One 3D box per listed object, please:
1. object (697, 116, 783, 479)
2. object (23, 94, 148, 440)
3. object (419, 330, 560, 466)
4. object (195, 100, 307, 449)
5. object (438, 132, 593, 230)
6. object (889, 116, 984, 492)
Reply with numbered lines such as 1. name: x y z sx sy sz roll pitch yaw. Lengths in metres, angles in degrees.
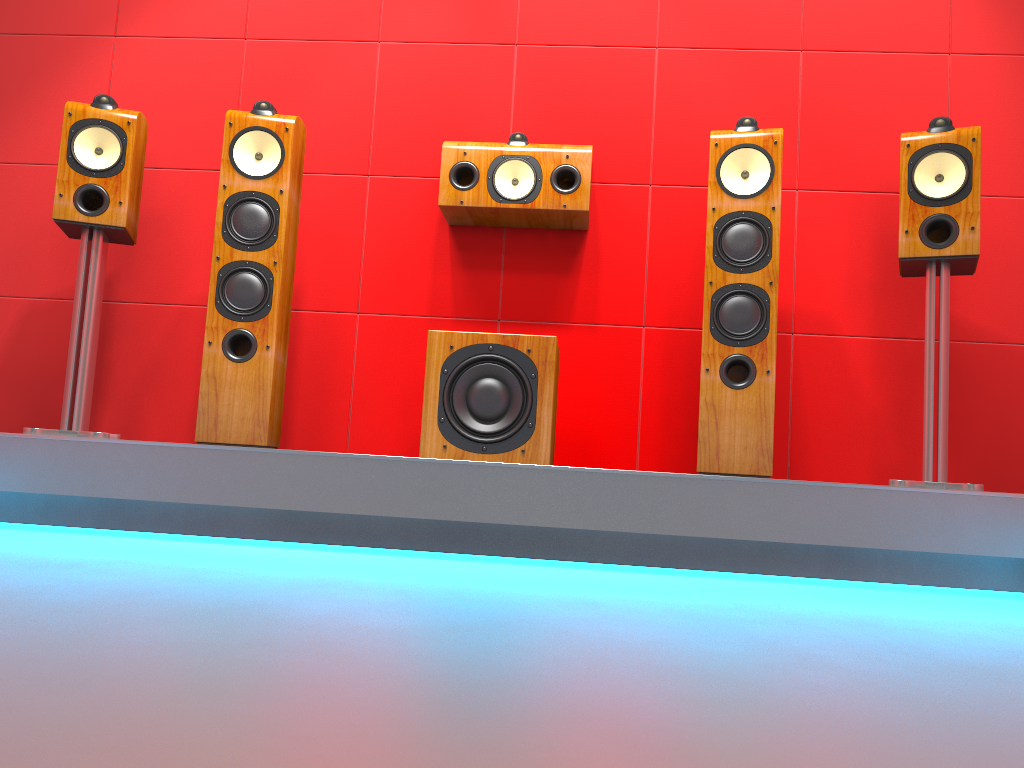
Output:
1. object: 0.672 -0.250 2.606 0.203 1.052 0.238 2 -6 15
2. object: -1.302 -0.359 2.748 0.231 1.058 0.265 5 -6 -15
3. object: -0.053 0.054 2.607 0.360 0.360 0.360 3 -6 5
4. object: -0.787 -0.329 2.706 0.203 1.052 0.238 4 -6 -5
5. object: 0.020 -0.694 3.004 0.493 0.271 0.235 3 -6 5
6. object: 1.217 -0.226 2.539 0.231 1.058 0.265 1 -6 25
